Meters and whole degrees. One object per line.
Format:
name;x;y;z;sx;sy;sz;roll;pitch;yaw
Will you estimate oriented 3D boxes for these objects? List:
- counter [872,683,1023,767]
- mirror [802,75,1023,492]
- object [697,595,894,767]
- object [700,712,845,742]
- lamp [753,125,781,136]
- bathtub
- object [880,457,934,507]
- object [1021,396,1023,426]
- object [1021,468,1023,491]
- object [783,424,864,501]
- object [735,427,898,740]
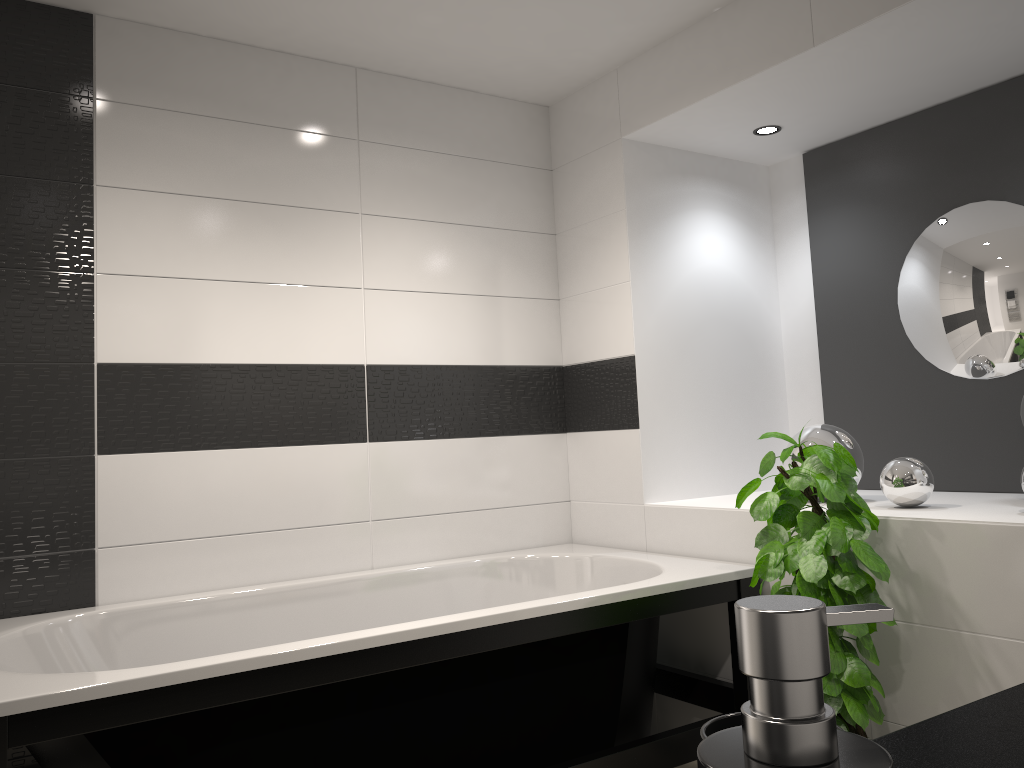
counter;0.186;0.320;0.274;3.844;0.084;0.653;0;-4;-34
mirror;1.609;-0.325;3.069;0.078;1.386;1.357;1;-6;-34
object;0.097;0.178;0.293;0.063;0.208;0.063;-7;-6;36
object;0.118;0.220;0.384;0.063;0.134;0.063;-3;-5;1
lamp;0.982;-0.975;3.409;0.105;0.004;0.105;-6;-5;41
bathtub;-0.372;0.957;2.580;2.179;0.678;1.005;0;-5;-34
object;1.193;0.296;2.679;0.150;0.151;0.150;-1;-5;-20
object;1.599;-0.105;2.558;0.261;0.900;0.259;-1;-6;-21
object;1.433;0.257;2.333;0.163;0.164;0.162;-1;-5;-20
object;1.066;0.269;3.037;0.261;0.262;0.260;-1;-5;-21
object;0.792;0.657;2.377;0.438;1.135;0.417;-3;-5;7
